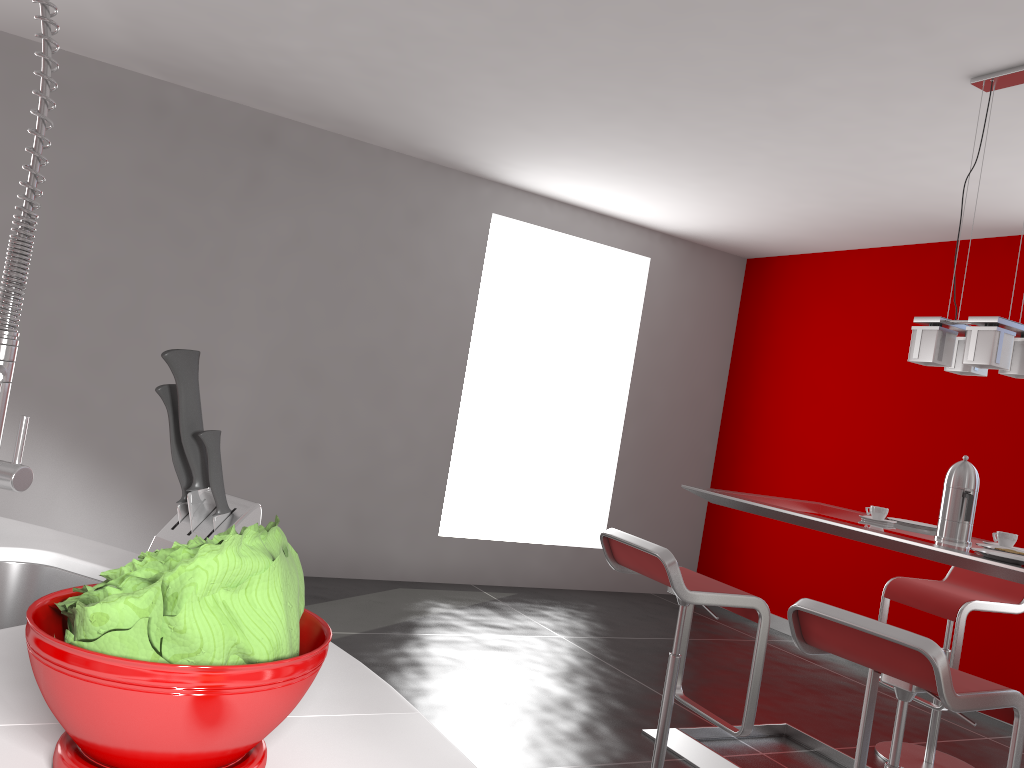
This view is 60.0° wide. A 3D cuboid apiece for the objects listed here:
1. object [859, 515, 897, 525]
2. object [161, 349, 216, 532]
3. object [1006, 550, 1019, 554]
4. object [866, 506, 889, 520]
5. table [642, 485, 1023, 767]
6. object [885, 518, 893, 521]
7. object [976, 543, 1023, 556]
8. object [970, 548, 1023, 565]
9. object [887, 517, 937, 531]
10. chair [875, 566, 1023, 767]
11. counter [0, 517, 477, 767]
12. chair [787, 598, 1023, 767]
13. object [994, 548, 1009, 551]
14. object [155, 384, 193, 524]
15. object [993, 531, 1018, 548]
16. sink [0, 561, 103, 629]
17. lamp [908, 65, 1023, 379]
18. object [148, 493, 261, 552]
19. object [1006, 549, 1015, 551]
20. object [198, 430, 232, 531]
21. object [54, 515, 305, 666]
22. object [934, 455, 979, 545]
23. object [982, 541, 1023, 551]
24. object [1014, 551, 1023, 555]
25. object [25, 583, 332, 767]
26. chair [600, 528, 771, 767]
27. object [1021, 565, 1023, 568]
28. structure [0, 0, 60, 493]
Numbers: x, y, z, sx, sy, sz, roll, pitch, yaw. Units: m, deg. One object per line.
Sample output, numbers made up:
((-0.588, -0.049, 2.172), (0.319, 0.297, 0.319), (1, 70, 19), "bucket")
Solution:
((1.343, 0.501, 3.257), (0.119, 0.016, 0.119), (8, -2, 41), "object")
((-0.327, 0.129, 0.928), (0.014, 0.322, 0.150), (9, -2, 32), "object")
((1.528, 0.515, 2.711), (0.036, 0.006, 0.034), (11, -2, -41), "object")
((1.346, 0.478, 3.266), (0.062, 0.049, 0.078), (10, -1, -7), "object")
((1.355, 1.011, 3.007), (0.800, 1.000, 1.700), (10, -1, -29), "table")
((1.466, 0.528, 3.476), (0.234, 0.012, 0.095), (10, -1, -30), "object")
((1.551, 0.523, 2.739), (0.217, 0.015, 0.217), (9, -1, 8), "object")
((1.418, 0.496, 2.514), (0.217, 0.015, 0.217), (9, -1, 7), "object")
((1.531, 0.534, 3.354), (0.217, 0.015, 0.217), (10, -1, -5), "object")
((1.842, 1.182, 3.749), (0.460, 0.857, 0.418), (10, -1, -22), "chair")
((-0.945, 0.634, 0.563), (2.865, 0.880, 1.868), (9, -1, 5), "counter")
((0.906, 0.990, 2.158), (0.460, 0.857, 0.418), (10, -2, -34), "chair")
((1.523, 0.515, 2.753), (0.034, 0.006, 0.036), (10, -1, -6), "object")
((-0.347, 0.142, 0.950), (0.012, 0.279, 0.130), (9, -2, 32), "object")
((1.641, 0.520, 2.949), (0.062, 0.049, 0.078), (9, -1, 11), "object")
((-0.681, 0.351, 1.083), (0.326, 0.172, 0.428), (9, -1, 22), "sink")
((1.641, -0.551, 2.994), (0.304, 1.025, 0.304), (10, -1, -29), "lamp")
((-0.324, 0.207, 0.949), (0.091, 0.178, 0.137), (9, -2, 34), "object")
((1.558, 0.521, 2.774), (0.036, 0.006, 0.034), (10, -1, -17), "object")
((-0.303, 0.147, 0.920), (0.009, 0.197, 0.091), (9, -2, 32), "object")
((-0.265, 0.191, 0.715), (0.193, 0.182, 0.198), (10, -1, -24), "object")
((1.488, 0.379, 2.921), (0.113, 0.287, 0.149), (10, -1, -21), "object")
((1.636, 0.543, 2.941), (0.119, 0.016, 0.119), (10, -2, -32), "object")
((1.565, 0.521, 2.733), (0.034, 0.006, 0.036), (9, -1, 8), "object")
((-0.268, 0.244, 0.705), (0.229, 0.118, 0.228), (9, -2, 32), "object")
((0.506, 0.940, 2.890), (0.460, 0.857, 0.418), (10, -1, -24), "chair")
((1.480, 0.505, 2.390), (0.234, 0.012, 0.095), (10, -1, -29), "object")
((-0.773, -0.234, 1.299), (0.308, 0.920, 0.178), (9, -1, 14), "structure")
